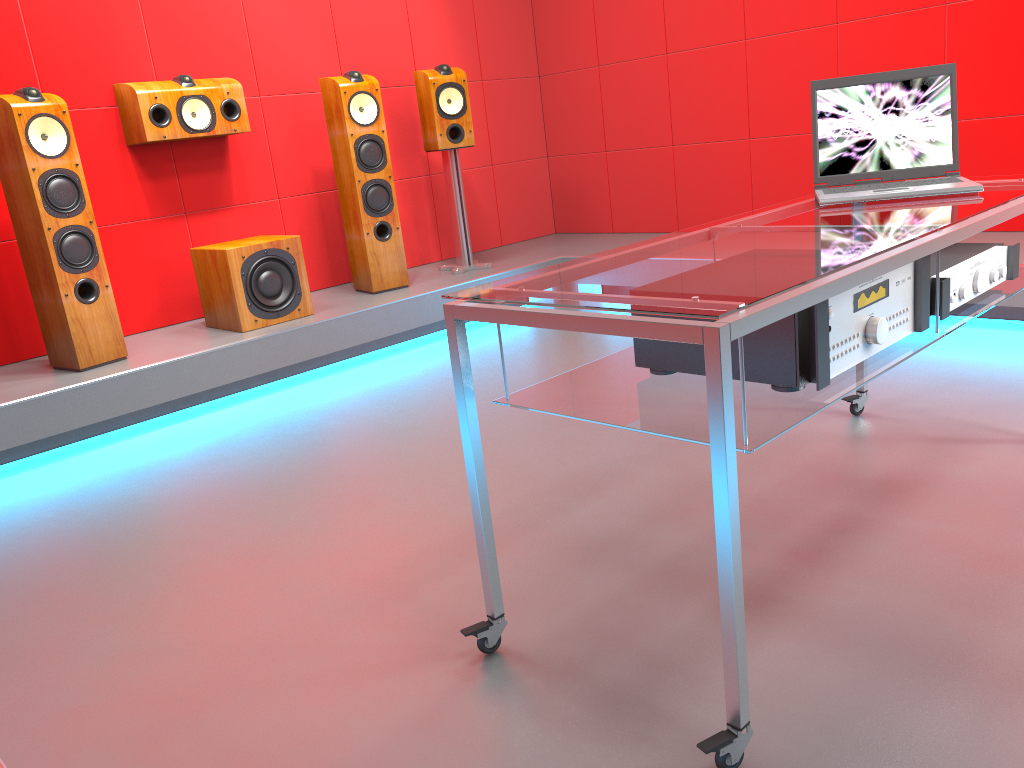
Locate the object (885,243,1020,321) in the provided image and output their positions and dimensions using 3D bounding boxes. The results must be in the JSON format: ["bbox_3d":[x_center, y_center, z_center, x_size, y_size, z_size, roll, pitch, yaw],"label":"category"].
[{"bbox_3d":[0.856,-0.232,1.977,0.435,0.092,0.365,-21,21,-40],"label":"object"}]

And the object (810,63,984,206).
[{"bbox_3d":[0.897,-0.594,2.102,0.342,0.285,0.340,-2,17,17],"label":"object"}]

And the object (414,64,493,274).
[{"bbox_3d":[-0.316,-1.135,4.710,0.231,1.058,0.265,-13,17,-21],"label":"object"}]

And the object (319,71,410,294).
[{"bbox_3d":[-0.721,-0.985,4.371,0.203,1.052,0.238,-17,19,-31],"label":"object"}]

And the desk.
[{"bbox_3d":[0.643,0.007,1.895,1.617,0.690,0.594,-21,21,-40],"label":"desk"}]

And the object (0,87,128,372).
[{"bbox_3d":[-1.747,-0.583,3.405,0.238,1.052,0.203,5,20,36],"label":"object"}]

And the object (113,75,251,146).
[{"bbox_3d":[-1.482,-1.248,4.006,0.493,0.271,0.235,-21,21,-40],"label":"object"}]

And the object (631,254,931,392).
[{"bbox_3d":[0.504,-0.129,1.646,0.431,0.158,0.371,-21,21,-40],"label":"object"}]

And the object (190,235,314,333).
[{"bbox_3d":[-1.165,-0.459,3.990,0.360,0.360,0.360,-21,21,-40],"label":"object"}]
